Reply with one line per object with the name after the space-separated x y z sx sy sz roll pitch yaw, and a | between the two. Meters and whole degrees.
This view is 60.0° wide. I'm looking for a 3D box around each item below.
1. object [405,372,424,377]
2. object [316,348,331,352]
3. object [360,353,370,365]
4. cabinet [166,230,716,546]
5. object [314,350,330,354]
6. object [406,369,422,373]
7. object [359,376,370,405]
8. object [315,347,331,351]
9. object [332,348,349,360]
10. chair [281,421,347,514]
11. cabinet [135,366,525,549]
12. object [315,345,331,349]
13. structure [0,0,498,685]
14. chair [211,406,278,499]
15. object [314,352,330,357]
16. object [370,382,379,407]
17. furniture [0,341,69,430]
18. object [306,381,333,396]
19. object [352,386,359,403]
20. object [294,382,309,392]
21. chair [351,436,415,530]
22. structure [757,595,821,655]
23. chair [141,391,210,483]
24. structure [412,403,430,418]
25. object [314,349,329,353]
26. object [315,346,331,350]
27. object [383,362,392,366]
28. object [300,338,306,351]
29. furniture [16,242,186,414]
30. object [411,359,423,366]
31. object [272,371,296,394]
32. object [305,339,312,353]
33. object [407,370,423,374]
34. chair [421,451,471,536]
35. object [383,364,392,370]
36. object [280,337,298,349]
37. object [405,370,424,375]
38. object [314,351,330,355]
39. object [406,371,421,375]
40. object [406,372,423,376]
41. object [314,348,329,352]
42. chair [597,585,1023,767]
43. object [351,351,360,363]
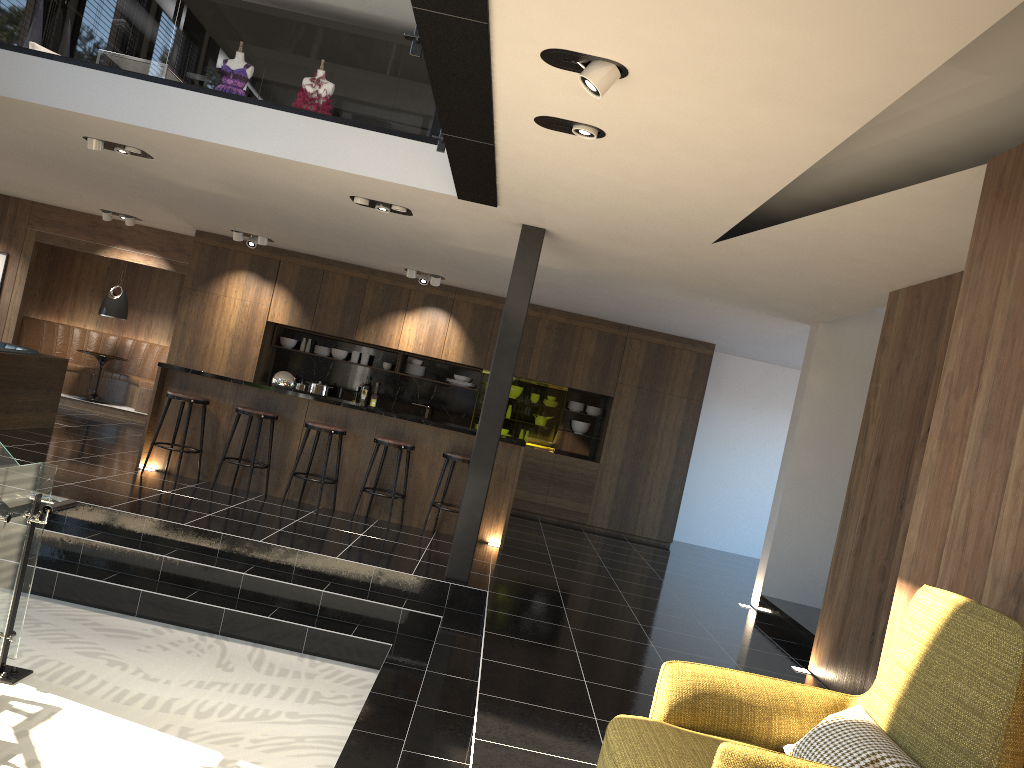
-1.342 -0.122 12.141 0.268 0.024 0.269 11 -2 38 | object
-2.577 -0.454 12.057 0.220 0.033 0.220 12 -1 -4 | object
-1.998 -0.337 12.045 0.109 0.161 0.109 12 -1 12 | object
-1.014 0.067 11.907 6.892 2.690 0.869 12 -1 0 | cabinet
-2.584 -0.421 12.056 0.220 0.033 0.220 12 -1 -4 | object
-1.333 -0.165 12.141 0.268 0.024 0.269 11 -2 38 | object
-2.034 0.113 12.148 0.133 0.451 0.116 12 -1 0 | object
-2.575 -0.464 12.057 0.220 0.033 0.220 12 -1 -4 | object
-2.351 -0.396 12.066 0.233 0.138 0.234 12 -1 20 | object
-1.827 0.779 8.319 0.412 0.799 0.413 12 -1 9 | chair
-1.726 0.708 8.765 3.564 0.994 0.698 12 -1 0 | cabinet
-2.570 -0.488 12.057 0.220 0.033 0.220 12 -1 -4 | object
-1.742 -0.449 2.499 3.447 4.867 7.280 12 -1 -1 | structure
-2.472 0.637 8.316 0.412 0.799 0.413 12 -1 9 | chair
-2.590 -0.397 12.056 0.220 0.033 0.220 12 -1 -4 | object
-1.885 0.175 12.155 0.077 0.395 0.077 12 -1 42 | object
-6.328 -0.206 9.276 2.609 0.822 1.365 12 -1 0 | furniture
-2.559 0.069 11.732 0.278 0.218 0.301 12 -1 33 | object
-2.149 0.172 12.142 0.057 0.287 0.058 12 -1 13 | object
-2.817 0.044 11.846 0.210 0.143 0.194 13 -1 -42 | object
-1.183 0.921 8.322 0.412 0.799 0.413 12 -1 9 | chair
3.545 0.748 4.801 1.964 3.017 6.663 12 -1 0 | structure
-3.117 0.495 8.313 0.412 0.799 0.413 12 -1 9 | chair
-1.233 0.393 11.768 0.242 0.231 0.173 12 -1 0 | structure
-2.582 -0.431 12.057 0.220 0.033 0.220 12 -1 -4 | object
-2.572 -0.476 12.057 0.220 0.033 0.220 12 -1 -4 | object
-1.698 -0.250 12.069 0.122 0.072 0.122 12 -1 25 | object
-2.841 -0.536 12.064 0.060 0.185 0.060 12 -1 31 | object
-5.689 -0.884 13.040 2.638 2.335 1.174 12 -1 -1 | furniture
-1.308 -0.288 12.142 0.168 0.087 0.168 12 -1 20 | object
-2.209 -0.013 8.583 0.228 0.228 0.227 13 -1 -40 | object
-2.767 -0.520 12.064 0.060 0.185 0.060 13 -1 -32 | object
-1.334 -0.156 12.141 0.268 0.024 0.269 11 -2 38 | object
-0.538 1.063 8.325 0.412 0.799 0.413 12 -1 9 | chair
-1.703 -0.226 12.069 0.122 0.072 0.122 12 -1 25 | object
-3.049 -0.551 12.063 0.234 0.138 0.234 12 -1 3 | object
-1.336 -0.149 12.141 0.268 0.024 0.269 11 -2 38 | object
-2.587 -0.409 12.056 0.220 0.033 0.220 12 -1 -4 | object
-1.338 -0.138 12.141 0.268 0.024 0.269 11 -2 38 | object
-1.340 -0.129 12.141 0.268 0.024 0.269 11 -2 38 | object
-2.579 -0.444 12.057 0.220 0.033 0.220 12 -1 -4 | object
0.786 1.063 2.504 1.031 1.097 0.807 12 -1 -1 | chair
-2.129 -0.366 12.044 0.109 0.161 0.109 13 -1 -18 | object
